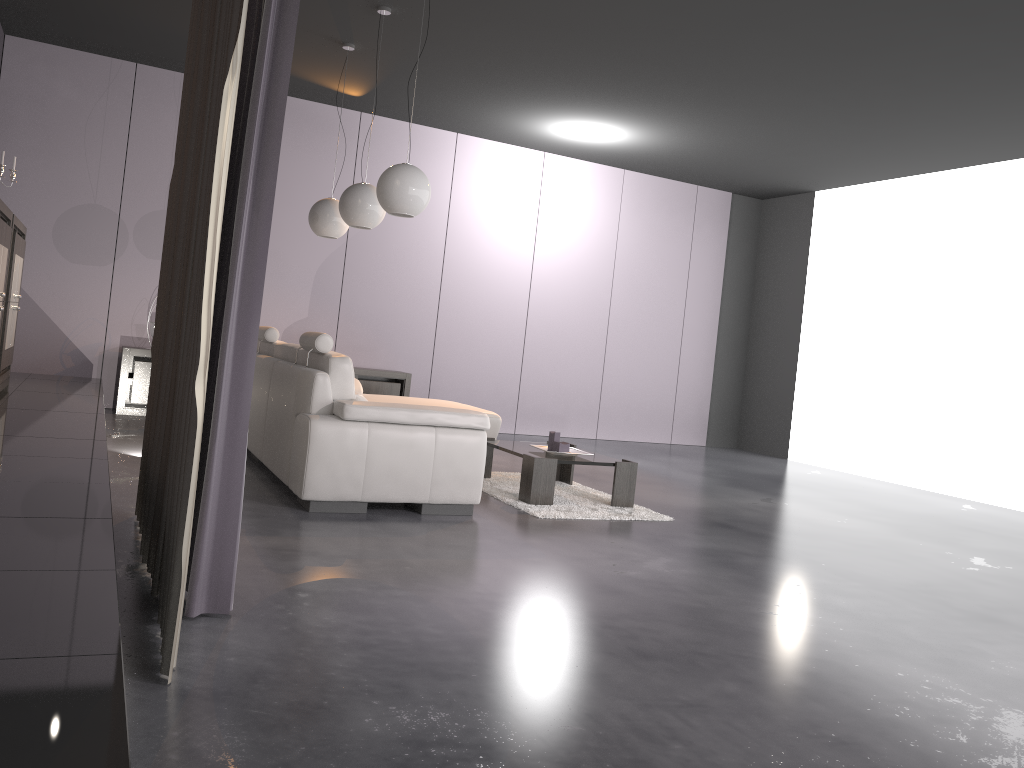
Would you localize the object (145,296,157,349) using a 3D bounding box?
[{"bbox_3d":[-3.054,-0.528,7.577,0.123,0.466,0.108,6,-1,-24],"label":"object"}]

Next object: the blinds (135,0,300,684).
[{"bbox_3d":[-0.871,-0.836,2.815,0.248,2.998,3.295,6,1,-25],"label":"blinds"}]

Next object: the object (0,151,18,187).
[{"bbox_3d":[-3.290,-1.295,5.600,0.229,0.446,0.229,6,0,-8],"label":"object"}]

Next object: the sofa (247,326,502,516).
[{"bbox_3d":[-0.729,0.146,5.854,1.864,0.859,2.868,5,2,-25],"label":"sofa"}]

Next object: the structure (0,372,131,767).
[{"bbox_3d":[-1.876,0.412,2.886,0.998,0.300,8.792,5,2,-25],"label":"structure"}]

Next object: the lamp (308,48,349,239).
[{"bbox_3d":[-1.291,-1.790,6.571,0.306,1.416,0.307,6,-1,-22],"label":"lamp"}]

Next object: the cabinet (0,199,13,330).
[{"bbox_3d":[-2.971,-0.466,4.769,0.411,1.075,1.074,6,1,-25],"label":"cabinet"}]

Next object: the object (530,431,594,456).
[{"bbox_3d":[0.308,0.362,5.473,0.304,0.137,0.305,6,2,-21],"label":"object"}]

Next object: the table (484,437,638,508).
[{"bbox_3d":[0.237,0.545,5.574,0.699,0.271,0.907,5,2,-25],"label":"table"}]

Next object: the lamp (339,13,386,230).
[{"bbox_3d":[-0.910,-1.720,5.767,0.306,1.416,0.307,6,-1,-22],"label":"lamp"}]

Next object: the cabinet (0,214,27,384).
[{"bbox_3d":[-3.465,-0.558,5.823,0.411,1.075,1.074,6,1,-25],"label":"cabinet"}]

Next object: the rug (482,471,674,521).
[{"bbox_3d":[0.220,0.682,5.556,0.914,0.023,1.530,5,2,-25],"label":"rug"}]

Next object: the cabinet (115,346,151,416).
[{"bbox_3d":[-2.835,0.005,7.703,1.070,0.555,0.378,5,0,-25],"label":"cabinet"}]

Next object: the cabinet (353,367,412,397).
[{"bbox_3d":[-1.534,0.122,8.318,1.070,0.555,0.378,5,0,-25],"label":"cabinet"}]

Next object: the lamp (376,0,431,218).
[{"bbox_3d":[-0.548,-1.652,4.992,0.307,1.416,0.306,6,-1,32],"label":"lamp"}]
